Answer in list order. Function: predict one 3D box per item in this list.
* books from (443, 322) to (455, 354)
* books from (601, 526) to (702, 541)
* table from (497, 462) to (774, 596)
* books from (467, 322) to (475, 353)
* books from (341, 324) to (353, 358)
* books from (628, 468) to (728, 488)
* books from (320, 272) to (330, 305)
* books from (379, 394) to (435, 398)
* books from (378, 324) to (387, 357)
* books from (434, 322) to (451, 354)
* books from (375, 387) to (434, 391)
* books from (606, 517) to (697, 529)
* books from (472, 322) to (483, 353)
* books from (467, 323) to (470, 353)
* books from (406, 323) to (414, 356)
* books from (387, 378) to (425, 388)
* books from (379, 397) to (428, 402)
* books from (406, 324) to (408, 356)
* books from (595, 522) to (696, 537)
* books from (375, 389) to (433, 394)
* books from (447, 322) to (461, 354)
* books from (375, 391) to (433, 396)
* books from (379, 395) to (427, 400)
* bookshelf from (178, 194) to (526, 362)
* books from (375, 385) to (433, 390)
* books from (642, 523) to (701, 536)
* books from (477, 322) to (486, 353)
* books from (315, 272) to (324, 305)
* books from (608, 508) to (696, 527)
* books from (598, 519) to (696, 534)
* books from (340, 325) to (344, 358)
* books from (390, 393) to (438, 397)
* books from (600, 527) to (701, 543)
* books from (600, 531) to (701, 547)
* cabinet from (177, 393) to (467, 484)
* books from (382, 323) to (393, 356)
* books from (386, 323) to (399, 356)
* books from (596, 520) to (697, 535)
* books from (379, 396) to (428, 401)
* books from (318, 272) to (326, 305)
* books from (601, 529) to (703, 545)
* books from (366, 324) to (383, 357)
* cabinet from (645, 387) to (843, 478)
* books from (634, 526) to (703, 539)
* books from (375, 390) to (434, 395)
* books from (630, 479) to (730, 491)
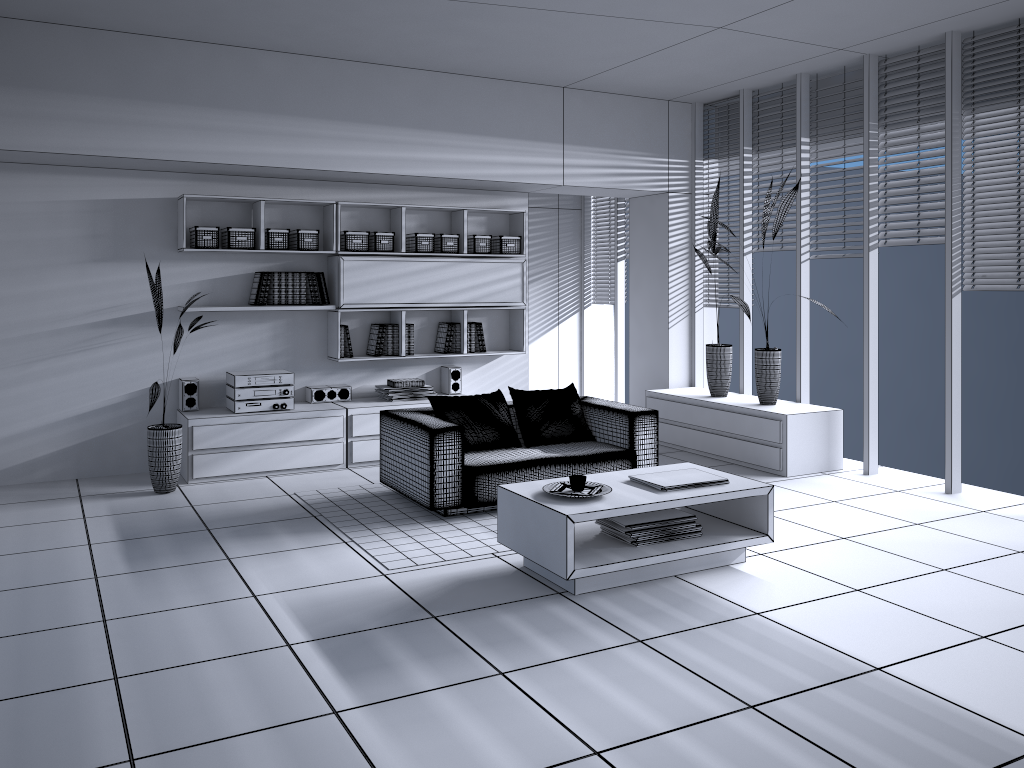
[{"bbox_3d":[-0.556,-0.391,7.470,0.075,0.259,0.208,0,2,-29],"label":"books"},{"bbox_3d":[0.689,0.708,4.338,0.416,0.008,0.287,-3,7,-27],"label":"books"},{"bbox_3d":[0.609,0.694,4.346,1.202,0.387,0.653,-3,6,-28],"label":"table"},{"bbox_3d":[-0.382,-0.401,7.577,0.050,0.258,0.208,0,2,-28],"label":"books"},{"bbox_3d":[-1.334,-0.344,7.064,0.075,0.259,0.208,0,2,-28],"label":"books"},{"bbox_3d":[0.836,0.471,4.417,0.416,0.008,0.287,-3,7,-27],"label":"books"},{"bbox_3d":[-1.498,-0.755,6.960,0.072,0.257,0.208,0,2,-29],"label":"books"},{"bbox_3d":[-0.844,0.087,7.196,0.416,0.008,0.287,-3,7,-27],"label":"books"},{"bbox_3d":[-1.090,-0.360,7.184,0.075,0.259,0.208,0,2,-29],"label":"books"},{"bbox_3d":[-0.584,-0.389,7.455,0.075,0.259,0.208,0,2,-28],"label":"books"},{"bbox_3d":[-0.868,0.030,7.183,0.416,0.008,0.287,-3,7,-27],"label":"books"},{"bbox_3d":[0.666,0.650,4.326,0.416,0.008,0.287,-3,7,-27],"label":"books"},{"bbox_3d":[-0.324,-0.404,7.606,0.075,0.259,0.208,0,2,-28],"label":"books"},{"bbox_3d":[-0.424,-0.398,7.550,0.050,0.258,0.208,0,2,-28],"label":"books"},{"bbox_3d":[-0.870,-0.372,7.315,0.050,0.258,0.208,0,2,-28],"label":"books"},{"bbox_3d":[-0.863,-0.008,7.156,0.258,0.050,0.208,-3,7,-23],"label":"books"},{"bbox_3d":[-0.845,0.116,7.198,0.416,0.008,0.287,-3,7,-27],"label":"books"},{"bbox_3d":[-0.912,-0.369,7.287,0.050,0.258,0.208,0,2,-28],"label":"books"},{"bbox_3d":[0.659,0.688,4.325,0.416,0.008,0.287,-3,7,-27],"label":"books"},{"bbox_3d":[-0.888,0.048,7.183,0.416,0.008,0.287,-3,7,-27],"label":"books"},{"bbox_3d":[-0.498,-0.395,7.505,0.050,0.258,0.208,0,2,-28],"label":"books"},{"bbox_3d":[-0.875,0.067,7.182,0.416,0.008,0.287,-3,7,-27],"label":"books"},{"bbox_3d":[-0.859,0.097,7.199,0.416,0.008,0.287,-3,7,-27],"label":"books"},{"bbox_3d":[-1.186,-0.827,7.118,2.820,1.250,0.328,-3,2,-28],"label":"bookshelf"},{"bbox_3d":[-0.887,0.020,7.181,0.416,0.008,0.287,-3,7,-27],"label":"books"},{"bbox_3d":[0.676,0.689,4.340,0.416,0.008,0.287,-3,7,-27],"label":"books"},{"bbox_3d":[-0.296,-0.406,7.621,0.075,0.259,0.208,0,2,-28],"label":"books"},{"bbox_3d":[-1.542,-0.751,6.947,0.072,0.257,0.208,0,2,-28],"label":"books"},{"bbox_3d":[0.646,0.640,4.324,0.416,0.008,0.287,-3,7,-27],"label":"books"},{"bbox_3d":[0.645,0.669,4.326,0.416,0.008,0.287,-3,7,-27],"label":"books"},{"bbox_3d":[-1.391,-0.341,7.035,0.050,0.258,0.208,0,2,-28],"label":"books"},{"bbox_3d":[-0.838,0.078,7.199,0.416,0.008,0.287,-3,7,-27],"label":"books"},{"bbox_3d":[0.675,0.717,4.342,0.416,0.008,0.287,-3,7,-27],"label":"books"},{"bbox_3d":[0.688,0.736,4.341,0.416,0.008,0.287,-3,7,-27],"label":"books"},{"bbox_3d":[-1.365,0.383,6.858,2.272,0.449,0.576,-3,5,-28],"label":"cabinet"},{"bbox_3d":[-1.032,-0.363,7.218,0.050,0.258,0.208,0,2,-28],"label":"books"},{"bbox_3d":[-0.986,-0.366,7.243,0.050,0.258,0.208,0,2,-28],"label":"books"},{"bbox_3d":[0.664,0.679,4.328,0.416,0.008,0.287,-3,7,-27],"label":"books"},{"bbox_3d":[-0.840,0.107,7.201,0.416,0.008,0.287,-3,7,-27],"label":"books"},{"bbox_3d":[-1.531,-0.756,6.971,0.072,0.257,0.208,0,2,-28],"label":"books"},{"bbox_3d":[0.694,0.727,4.344,0.416,0.008,0.287,-3,7,-27],"label":"books"},{"bbox_3d":[-1.117,-0.358,7.168,0.075,0.259,0.208,0,2,-28],"label":"books"},{"bbox_3d":[1.816,0.348,7.179,0.597,0.448,1.683,-2,6,-28],"label":"cabinet"},{"bbox_3d":[0.695,0.699,4.342,0.416,0.008,0.287,-3,7,-27],"label":"books"},{"bbox_3d":[-0.869,0.058,7.185,0.416,0.008,0.287,-3,7,-27],"label":"books"},{"bbox_3d":[0.845,0.485,4.422,0.416,0.008,0.287,-3,7,-27],"label":"books"}]
